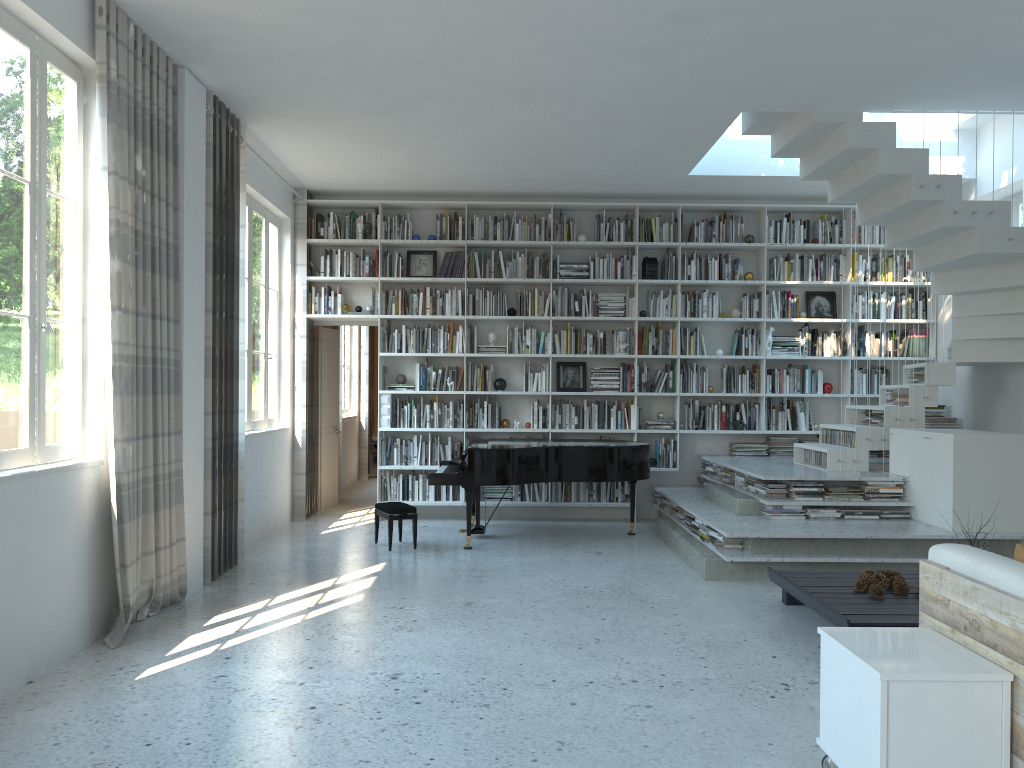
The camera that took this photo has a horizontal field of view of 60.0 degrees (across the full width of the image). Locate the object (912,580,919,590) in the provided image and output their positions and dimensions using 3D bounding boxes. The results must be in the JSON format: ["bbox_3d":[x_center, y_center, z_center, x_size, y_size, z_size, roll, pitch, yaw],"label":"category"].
[{"bbox_3d":[2.381,1.110,4.755,0.429,0.038,0.429,0,-1,40],"label":"object"}]

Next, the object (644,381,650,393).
[{"bbox_3d":[1.329,0.029,8.715,0.054,0.113,0.079,0,0,-2],"label":"object"}]

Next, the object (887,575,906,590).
[{"bbox_3d":[2.126,1.101,4.915,0.106,0.086,0.091,0,0,13],"label":"object"}]

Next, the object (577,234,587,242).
[{"bbox_3d":[0.694,-1.441,8.820,0.105,0.106,0.104,0,0,-23],"label":"object"}]

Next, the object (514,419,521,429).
[{"bbox_3d":[0.056,0.395,8.790,0.060,0.095,0.078,0,0,16],"label":"object"}]

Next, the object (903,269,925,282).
[{"bbox_3d":[3.971,-1.065,8.764,0.203,0.137,0.095,0,0,15],"label":"object"}]

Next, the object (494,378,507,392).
[{"bbox_3d":[-0.118,0.007,8.842,0.134,0.135,0.133,1,0,-42],"label":"object"}]

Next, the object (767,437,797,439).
[{"bbox_3d":[2.705,0.539,8.897,0.254,0.006,0.161,0,0,0],"label":"object"}]

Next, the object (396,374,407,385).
[{"bbox_3d":[-1.102,-0.045,8.832,0.105,0.106,0.105,0,0,-23],"label":"object"}]

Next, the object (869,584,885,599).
[{"bbox_3d":[1.937,1.101,4.701,0.081,0.083,0.098,0,0,4],"label":"object"}]

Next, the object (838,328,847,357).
[{"bbox_3d":[3.261,-0.408,8.746,0.087,0.288,0.075,1,0,34],"label":"object"}]

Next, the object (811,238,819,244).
[{"bbox_3d":[3.006,-1.407,8.790,0.071,0.072,0.071,1,0,-42],"label":"object"}]

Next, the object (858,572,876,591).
[{"bbox_3d":[1.962,1.098,4.915,0.110,0.101,0.114,0,0,-18],"label":"object"}]

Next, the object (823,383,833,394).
[{"bbox_3d":[3.146,0.044,8.864,0.115,0.116,0.115,0,0,-23],"label":"object"}]

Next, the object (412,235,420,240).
[{"bbox_3d":[-0.951,-1.443,8.814,0.082,0.083,0.082,0,0,-23],"label":"object"}]

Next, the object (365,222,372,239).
[{"bbox_3d":[-1.406,-1.492,8.698,0.067,0.198,0.067,1,0,42],"label":"object"}]

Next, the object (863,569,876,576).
[{"bbox_3d":[2.011,1.085,4.983,0.090,0.106,0.097,0,0,21],"label":"object"}]

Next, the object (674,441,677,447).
[{"bbox_3d":[1.623,0.697,8.800,0.011,0.260,0.142,0,0,-1],"label":"object"}]

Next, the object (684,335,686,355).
[{"bbox_3d":[1.720,-0.382,8.878,0.013,0.208,0.140,0,0,-1],"label":"object"}]

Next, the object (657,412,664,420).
[{"bbox_3d":[1.470,0.316,8.777,0.071,0.072,0.071,1,0,-42],"label":"object"}]

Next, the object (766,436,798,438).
[{"bbox_3d":[2.705,0.534,8.887,0.285,0.005,0.159,0,0,4],"label":"object"}]

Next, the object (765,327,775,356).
[{"bbox_3d":[2.530,-0.414,8.720,0.087,0.288,0.075,1,0,34],"label":"object"}]

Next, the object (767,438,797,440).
[{"bbox_3d":[2.705,0.550,8.899,0.254,0.006,0.161,0,0,-1],"label":"object"}]

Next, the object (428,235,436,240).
[{"bbox_3d":[-0.794,-1.442,8.816,0.082,0.083,0.082,0,0,-23],"label":"object"}]

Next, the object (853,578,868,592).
[{"bbox_3d":[1.910,1.105,4.860,0.082,0.085,0.082,0,0,14],"label":"object"}]

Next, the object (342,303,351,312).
[{"bbox_3d":[-1.641,-0.754,8.780,0.087,0.088,0.086,1,0,-42],"label":"object"}]

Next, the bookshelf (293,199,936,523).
[{"bbox_3d":[1.006,-0.194,8.810,6.297,3.142,0.330,0,0,-1],"label":"bookshelf"}]

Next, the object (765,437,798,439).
[{"bbox_3d":[2.705,0.545,8.899,0.285,0.005,0.159,0,0,-1],"label":"object"}]

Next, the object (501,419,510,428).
[{"bbox_3d":[-0.065,0.395,8.855,0.091,0.092,0.091,0,0,-23],"label":"object"}]

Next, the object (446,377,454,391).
[{"bbox_3d":[-0.606,0.001,8.698,0.081,0.140,0.044,0,0,-17],"label":"object"}]

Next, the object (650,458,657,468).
[{"bbox_3d":[1.385,0.778,8.764,0.094,0.095,0.093,1,0,-42],"label":"object"}]

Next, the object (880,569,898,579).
[{"bbox_3d":[2.128,1.093,4.983,0.097,0.102,0.099,0,0,-30],"label":"object"}]

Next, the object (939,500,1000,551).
[{"bbox_3d":[2.393,0.867,4.669,0.309,0.522,0.435,1,0,30],"label":"object"}]

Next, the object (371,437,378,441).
[{"bbox_3d":[-2.018,0.810,12.995,0.118,0.061,0.118,0,0,7],"label":"object"}]

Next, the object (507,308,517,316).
[{"bbox_3d":[-0.001,-0.709,8.820,0.097,0.098,0.097,1,0,-42],"label":"object"}]

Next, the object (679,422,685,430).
[{"bbox_3d":[1.693,0.419,8.859,0.071,0.072,0.071,1,0,-42],"label":"object"}]

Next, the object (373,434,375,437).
[{"bbox_3d":[-2.082,0.789,13.109,0.106,0.103,0.106,0,0,7],"label":"object"}]

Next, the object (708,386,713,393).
[{"bbox_3d":[1.977,0.056,8.865,0.071,0.072,0.071,1,0,-42],"label":"object"}]

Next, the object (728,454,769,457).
[{"bbox_3d":[2.366,0.716,8.884,0.345,0.007,0.193,0,0,-6],"label":"object"}]

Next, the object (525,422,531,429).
[{"bbox_3d":[0.160,0.411,8.815,0.061,0.062,0.061,1,0,-42],"label":"object"}]

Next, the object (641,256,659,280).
[{"bbox_3d":[1.369,-1.141,8.797,0.135,0.248,0.135,0,0,-11],"label":"object"}]

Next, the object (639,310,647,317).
[{"bbox_3d":[1.295,-0.692,8.770,0.071,0.072,0.071,1,0,-42],"label":"object"}]

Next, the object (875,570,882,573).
[{"bbox_3d":[2.120,1.109,5.093,0.078,0.084,0.098,0,0,0],"label":"object"}]

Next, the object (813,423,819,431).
[{"bbox_3d":[3.038,0.430,8.888,0.071,0.072,0.071,1,0,-42],"label":"object"}]

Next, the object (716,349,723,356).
[{"bbox_3d":[2.066,-0.312,8.829,0.071,0.072,0.071,1,0,-42],"label":"object"}]

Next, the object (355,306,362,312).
[{"bbox_3d":[-1.525,-0.744,8.829,0.071,0.072,0.071,0,0,-23],"label":"object"}]

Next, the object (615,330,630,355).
[{"bbox_3d":[1.087,-0.405,8.734,0.137,0.244,0.138,0,0,-35],"label":"object"}]

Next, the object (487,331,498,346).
[{"bbox_3d":[-0.197,-0.456,8.860,0.095,0.157,0.121,0,0,13],"label":"object"}]

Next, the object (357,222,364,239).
[{"bbox_3d":[-1.487,-1.493,8.697,0.067,0.198,0.067,1,0,42],"label":"object"}]

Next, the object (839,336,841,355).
[{"bbox_3d":[3.261,-0.372,8.885,0.022,0.211,0.179,0,0,-1],"label":"object"}]

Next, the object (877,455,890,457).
[{"bbox_3d":[3.866,0.721,8.916,0.367,0.007,0.205,0,0,9],"label":"object"}]

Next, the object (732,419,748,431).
[{"bbox_3d":[2.242,0.403,8.717,0.160,0.114,0.064,0,0,-13],"label":"object"}]

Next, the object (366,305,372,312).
[{"bbox_3d":[-1.419,-0.744,8.810,0.071,0.072,0.071,0,0,-23],"label":"object"}]

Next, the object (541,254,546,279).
[{"bbox_3d":[0.319,-1.152,8.720,0.075,0.255,0.075,0,0,-22],"label":"object"}]

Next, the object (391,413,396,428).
[{"bbox_3d":[-1.166,0.360,8.715,0.045,0.146,0.045,1,0,38],"label":"object"}]

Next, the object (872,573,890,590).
[{"bbox_3d":[2.035,1.092,4.910,0.108,0.108,0.094,0,0,-33],"label":"object"}]

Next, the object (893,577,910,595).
[{"bbox_3d":[2.109,1.100,4.807,0.083,0.100,0.092,0,0,5],"label":"object"}]

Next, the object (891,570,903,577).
[{"bbox_3d":[2.180,1.102,5.019,0.086,0.101,0.078,0,0,-26],"label":"object"}]
